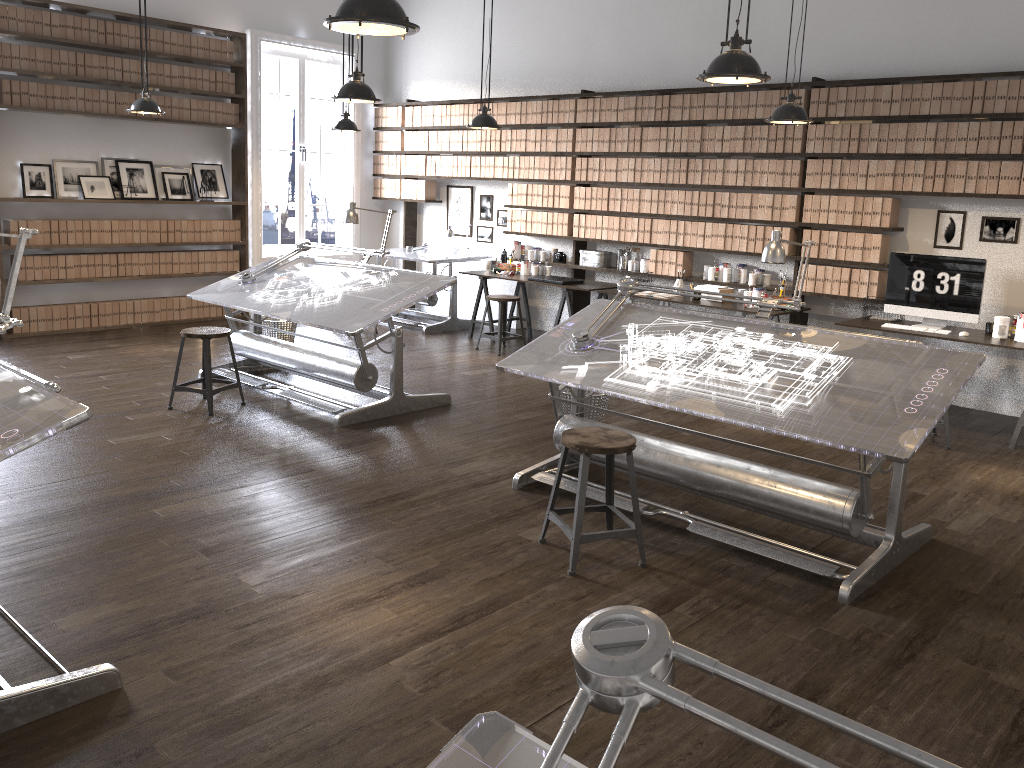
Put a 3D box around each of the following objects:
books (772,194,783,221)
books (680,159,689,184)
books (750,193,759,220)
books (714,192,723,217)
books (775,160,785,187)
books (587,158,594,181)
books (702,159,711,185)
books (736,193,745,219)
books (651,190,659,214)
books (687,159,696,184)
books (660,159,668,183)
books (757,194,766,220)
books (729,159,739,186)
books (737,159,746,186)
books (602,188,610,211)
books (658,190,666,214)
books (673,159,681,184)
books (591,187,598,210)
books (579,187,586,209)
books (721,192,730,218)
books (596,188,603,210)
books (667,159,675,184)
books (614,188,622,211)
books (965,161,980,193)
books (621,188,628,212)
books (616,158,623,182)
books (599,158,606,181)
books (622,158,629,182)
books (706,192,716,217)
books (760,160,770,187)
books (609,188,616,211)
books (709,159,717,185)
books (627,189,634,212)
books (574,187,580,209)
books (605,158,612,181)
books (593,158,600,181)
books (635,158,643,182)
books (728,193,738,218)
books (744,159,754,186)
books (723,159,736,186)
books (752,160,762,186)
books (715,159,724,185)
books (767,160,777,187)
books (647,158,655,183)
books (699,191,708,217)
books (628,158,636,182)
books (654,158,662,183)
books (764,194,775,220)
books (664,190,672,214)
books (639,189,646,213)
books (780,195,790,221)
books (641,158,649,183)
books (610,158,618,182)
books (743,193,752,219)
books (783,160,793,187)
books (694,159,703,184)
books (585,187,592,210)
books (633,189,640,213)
[{"bbox_3d":[2.228,-1.449,7.311,0.067,0.224,0.175,11,14,41],"label":"books"},{"bbox_3d":[1.571,-1.881,7.864,0.067,0.224,0.175,11,14,41],"label":"books"},{"bbox_3d":[2.081,-1.485,7.443,0.067,0.223,0.175,11,14,41],"label":"books"},{"bbox_3d":[1.828,-1.547,7.675,0.067,0.224,0.175,11,14,41],"label":"books"},{"bbox_3d":[2.235,-1.719,7.261,0.067,0.224,0.175,11,14,41],"label":"books"},{"bbox_3d":[0.812,-2.067,8.558,0.067,0.224,0.175,11,14,41],"label":"books"},{"bbox_3d":[1.733,-1.843,7.723,0.067,0.224,0.175,11,14,41],"label":"books"},{"bbox_3d":[1.984,-1.509,7.533,0.067,0.224,0.175,11,14,41],"label":"books"},{"bbox_3d":[1.353,-1.661,8.098,0.067,0.224,0.175,11,14,41],"label":"books"},{"bbox_3d":[1.630,-1.868,7.818,0.067,0.224,0.175,11,14,41],"label":"books"},{"bbox_3d":[1.421,-1.917,7.997,0.067,0.224,0.175,11,14,41],"label":"books"},{"bbox_3d":[2.126,-1.473,7.400,0.067,0.223,0.175,11,14,41],"label":"books"},{"bbox_3d":[1.928,-1.795,7.543,0.067,0.223,0.175,11,14,41],"label":"books"},{"bbox_3d":[1.980,-1.782,7.493,0.067,0.224,0.175,11,14,41],"label":"books"},{"bbox_3d":[0.944,-1.760,8.468,0.067,0.224,0.175,11,14,41],"label":"books"},{"bbox_3d":[1.407,-1.649,8.054,0.067,0.224,0.175,11,14,41],"label":"books"},{"bbox_3d":[1.520,-1.895,7.917,0.067,0.223,0.175,11,14,41],"label":"books"},{"bbox_3d":[0.843,-1.785,8.563,0.067,0.223,0.175,11,14,41],"label":"books"},{"bbox_3d":[0.741,-1.809,8.650,0.067,0.224,0.175,11,14,41],"label":"books"},{"bbox_3d":[1.877,-1.534,7.624,0.067,0.224,0.175,11,14,41],"label":"books"},{"bbox_3d":[0.893,-1.774,8.521,0.067,0.223,0.175,11,14,41],"label":"books"},{"bbox_3d":[1.471,-1.906,7.959,0.067,0.223,0.175,11,14,41],"label":"books"},{"bbox_3d":[1.051,-1.734,8.372,0.067,0.224,0.175,11,14,41],"label":"books"},{"bbox_3d":[3.297,-1.469,6.303,0.067,0.224,0.175,11,14,41],"label":"books"},{"bbox_3d":[1.106,-1.722,8.328,0.067,0.224,0.175,11,14,41],"label":"books"},{"bbox_3d":[1.065,-2.005,8.327,0.067,0.223,0.175,11,14,41],"label":"books"},{"bbox_3d":[0.916,-2.041,8.464,0.067,0.224,0.175,11,14,41],"label":"books"},{"bbox_3d":[1.110,-1.993,8.284,0.067,0.223,0.175,11,14,41],"label":"books"},{"bbox_3d":[1.769,-1.559,7.721,0.067,0.224,0.175,11,14,41],"label":"books"},{"bbox_3d":[2.135,-1.745,7.355,0.067,0.224,0.175,11,14,41],"label":"books"},{"bbox_3d":[1.002,-1.747,8.422,0.067,0.224,0.175,11,14,41],"label":"books"},{"bbox_3d":[1.786,-1.830,7.676,0.067,0.224,0.175,11,14,41],"label":"books"},{"bbox_3d":[1.158,-1.709,8.280,0.067,0.224,0.175,11,14,41],"label":"books"},{"bbox_3d":[0.690,-1.822,8.701,0.067,0.224,0.175,11,14,41],"label":"books"},{"bbox_3d":[0.968,-2.029,8.417,0.067,0.224,0.175,11,14,41],"label":"books"},{"bbox_3d":[0.861,-2.053,8.508,0.067,0.224,0.175,11,14,41],"label":"books"},{"bbox_3d":[1.216,-1.968,8.190,0.067,0.224,0.175,11,14,41],"label":"books"},{"bbox_3d":[1.932,-1.521,7.580,0.067,0.224,0.175,11,14,41],"label":"books"},{"bbox_3d":[2.034,-1.770,7.450,0.067,0.224,0.175,11,14,41],"label":"books"},{"bbox_3d":[1.883,-1.806,7.586,0.067,0.223,0.175,11,14,41],"label":"books"},{"bbox_3d":[2.087,-1.757,7.405,0.067,0.224,0.175,11,14,41],"label":"books"},{"bbox_3d":[1.831,-1.817,7.627,0.067,0.224,0.175,11,14,41],"label":"books"},{"bbox_3d":[2.186,-1.731,7.305,0.067,0.224,0.175,11,14,41],"label":"books"},{"bbox_3d":[1.317,-1.943,8.096,0.067,0.224,0.175,11,14,41],"label":"books"},{"bbox_3d":[1.718,-1.573,7.774,0.067,0.223,0.175,11,14,41],"label":"books"},{"bbox_3d":[1.162,-1.980,8.234,0.067,0.224,0.175,11,14,41],"label":"books"},{"bbox_3d":[1.368,-1.930,8.045,0.067,0.224,0.175,11,14,41],"label":"books"},{"bbox_3d":[2.174,-1.461,7.354,0.067,0.224,0.175,11,14,41],"label":"books"},{"bbox_3d":[1.459,-1.636,8.009,0.067,0.224,0.175,11,14,41],"label":"books"},{"bbox_3d":[1.256,-1.685,8.190,0.067,0.223,0.175,11,14,41],"label":"books"},{"bbox_3d":[2.280,-1.437,7.266,0.067,0.224,0.175,11,14,41],"label":"books"},{"bbox_3d":[1.269,-1.956,8.145,0.067,0.224,0.175,11,14,41],"label":"books"},{"bbox_3d":[1.013,-2.016,8.367,0.067,0.224,0.175,11,14,41],"label":"books"},{"bbox_3d":[2.029,-1.496,7.484,0.067,0.224,0.175,11,14,41],"label":"books"},{"bbox_3d":[2.284,-1.709,7.222,0.067,0.223,0.175,11,14,41],"label":"books"},{"bbox_3d":[1.679,-1.855,7.767,0.067,0.224,0.175,11,14,41],"label":"books"},{"bbox_3d":[0.794,-1.796,8.602,0.067,0.224,0.175,11,14,41],"label":"books"},{"bbox_3d":[1.204,-1.696,8.231,0.067,0.224,0.175,11,14,41],"label":"books"}]
